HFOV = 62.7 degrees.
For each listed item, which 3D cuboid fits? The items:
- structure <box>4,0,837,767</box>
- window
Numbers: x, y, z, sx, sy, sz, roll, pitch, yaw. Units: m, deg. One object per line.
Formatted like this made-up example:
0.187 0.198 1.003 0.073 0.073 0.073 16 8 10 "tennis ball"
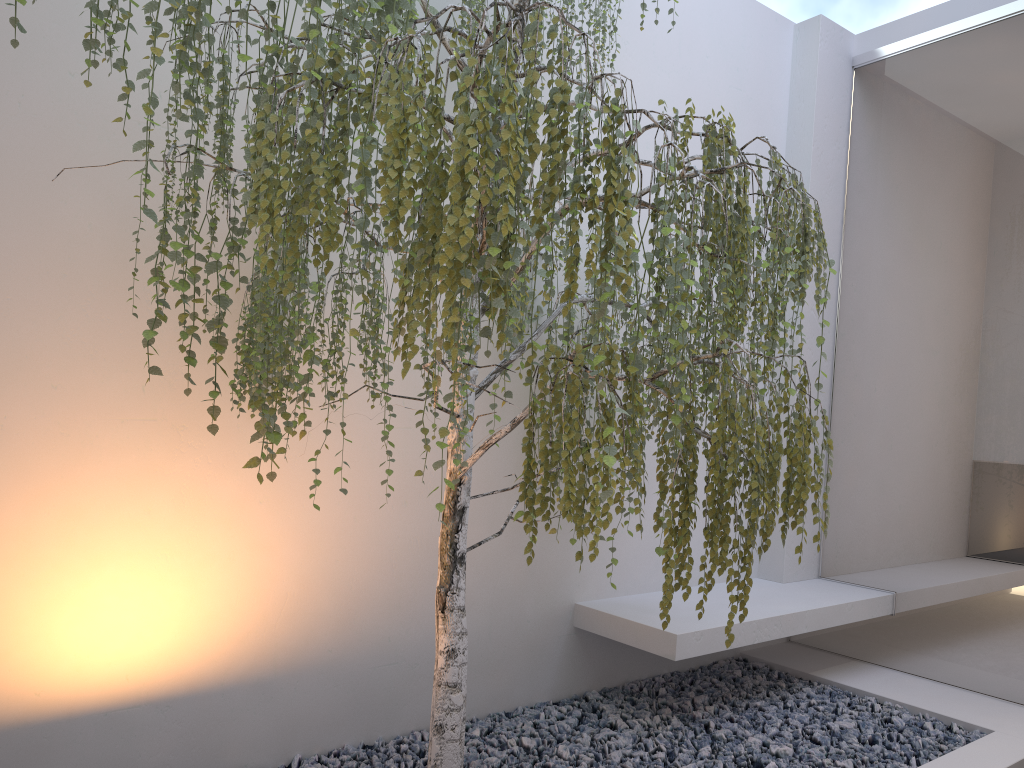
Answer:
0.075 -0.657 2.503 2.756 3.993 1.534 3 0 -42 "structure"
2.390 -0.157 3.760 0.058 3.257 2.453 2 0 -37 "window"
